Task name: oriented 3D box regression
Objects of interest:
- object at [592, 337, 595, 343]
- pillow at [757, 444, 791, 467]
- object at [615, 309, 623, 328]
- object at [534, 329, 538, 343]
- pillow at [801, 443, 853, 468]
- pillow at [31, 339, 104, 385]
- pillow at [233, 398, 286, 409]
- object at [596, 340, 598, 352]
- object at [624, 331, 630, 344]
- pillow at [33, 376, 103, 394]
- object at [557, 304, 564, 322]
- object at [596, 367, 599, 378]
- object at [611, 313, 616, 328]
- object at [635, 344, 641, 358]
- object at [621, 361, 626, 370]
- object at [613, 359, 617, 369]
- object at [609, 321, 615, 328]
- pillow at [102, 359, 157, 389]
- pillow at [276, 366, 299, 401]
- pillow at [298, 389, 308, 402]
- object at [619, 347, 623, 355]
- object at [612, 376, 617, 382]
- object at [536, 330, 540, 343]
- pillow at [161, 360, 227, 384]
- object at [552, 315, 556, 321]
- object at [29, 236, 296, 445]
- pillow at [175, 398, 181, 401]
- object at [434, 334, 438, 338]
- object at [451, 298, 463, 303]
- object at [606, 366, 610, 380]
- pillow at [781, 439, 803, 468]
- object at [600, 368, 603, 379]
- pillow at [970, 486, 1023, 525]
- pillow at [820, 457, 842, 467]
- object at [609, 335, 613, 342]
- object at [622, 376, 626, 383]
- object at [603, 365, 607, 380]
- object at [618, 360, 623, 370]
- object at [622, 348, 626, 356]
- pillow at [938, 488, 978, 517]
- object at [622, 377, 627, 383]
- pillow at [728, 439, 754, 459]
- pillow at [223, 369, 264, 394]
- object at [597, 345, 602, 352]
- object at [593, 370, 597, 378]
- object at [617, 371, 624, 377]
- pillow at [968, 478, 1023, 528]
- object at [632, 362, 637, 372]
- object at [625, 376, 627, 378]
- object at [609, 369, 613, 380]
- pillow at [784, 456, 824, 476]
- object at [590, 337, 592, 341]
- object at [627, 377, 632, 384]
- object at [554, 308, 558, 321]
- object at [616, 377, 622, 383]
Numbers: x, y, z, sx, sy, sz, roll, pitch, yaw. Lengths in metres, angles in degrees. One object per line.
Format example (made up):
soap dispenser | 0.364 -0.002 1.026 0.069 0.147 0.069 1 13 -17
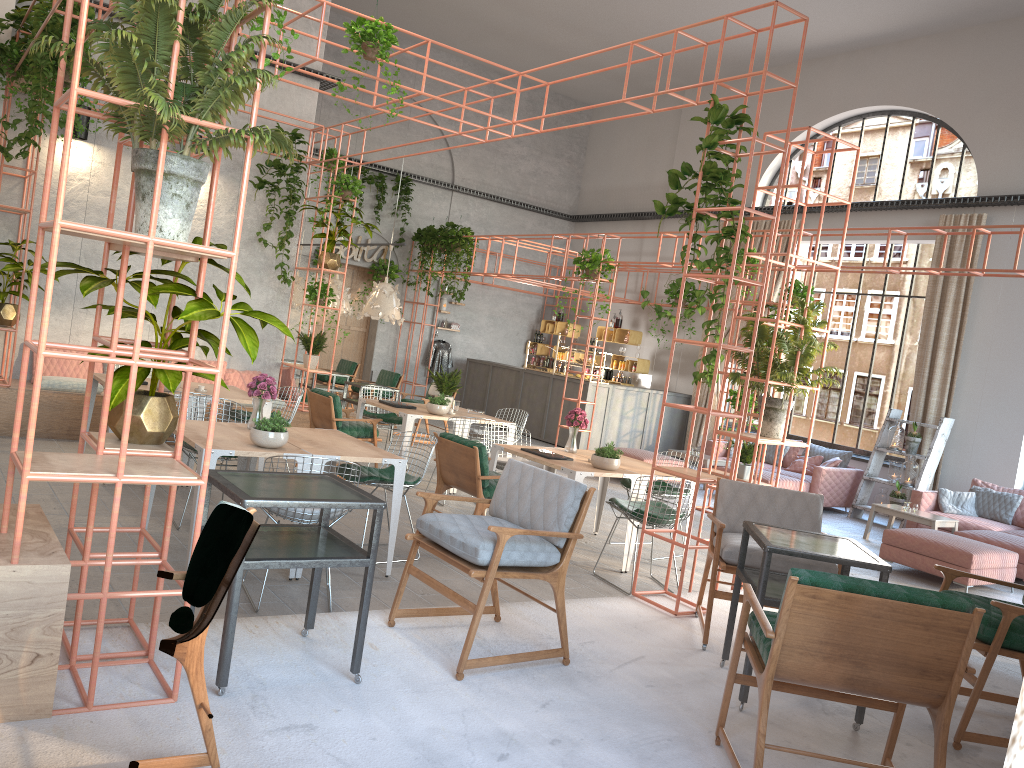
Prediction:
object | 1.670 -0.818 18.212 0.066 0.291 0.066 7 3 -28
pillow | 4.086 1.080 14.140 0.289 0.385 0.666 7 3 -35
object | 2.145 -1.298 17.722 0.134 0.386 0.134 11 4 44
object | 0.531 -1.069 19.738 0.066 0.291 0.066 10 3 25
pillow | 4.719 1.180 13.466 0.273 0.476 0.836 7 3 -35
pillow | -4.984 -0.220 10.042 0.839 0.474 0.276 6 4 -45
pillow | -3.154 0.208 10.847 0.637 0.149 0.491 7 3 -34
object | 1.738 -0.810 18.257 0.066 0.291 0.066 9 3 5
object | 2.276 -0.913 17.400 0.137 0.261 0.137 9 3 1
pillow | -4.835 0.011 9.663 0.637 0.149 0.491 7 3 -34
object | 1.068 -1.541 19.292 0.134 0.386 0.134 9 3 -1
object | 1.754 -0.235 17.860 0.072 0.248 0.094 7 3 -35
object | 2.061 -1.277 17.901 0.134 0.301 0.134 11 4 44
object | 2.447 -0.638 17.187 0.075 0.273 0.075 11 4 44
object | 2.176 -0.356 17.253 0.069 0.191 0.069 8 3 -18
object | 2.033 -0.389 17.461 0.069 0.191 0.069 7 3 -23
object | 1.993 -1.186 17.672 0.088 0.123 0.088 10 3 21
pillow | -4.457 -0.108 10.395 0.666 0.385 0.289 6 4 -40
pillow | -3.155 -0.039 12.046 0.276 0.474 0.839 6 4 -45
pillow | -2.899 0.170 12.385 0.491 0.149 0.637 7 3 -34
object | 2.139 -0.639 17.408 0.083 0.159 0.083 9 3 10
object | 2.028 -0.101 17.452 0.115 0.107 0.115 6 4 -38
object | 0.593 -1.061 19.783 0.066 0.291 0.066 7 3 -28
pillow | -3.918 -0.092 10.741 0.839 0.474 0.276 8 3 -15
object | 0.915 -1.429 19.243 0.088 0.123 0.088 10 3 21
object | -1.461 -0.194 3.778 0.934 0.923 0.903 10 3 22
pillow | -3.982 0.111 10.264 0.637 0.149 0.491 7 3 -34
object | -1.591 -1.016 18.627 0.093 0.121 0.049 7 3 -33
object | -1.160 -1.770 18.751 0.263 0.101 0.013 7 3 -35
object | 1.930 -0.221 17.766 0.065 0.280 0.065 9 3 8
pillow | 4.220 1.064 14.214 0.276 0.474 0.839 7 3 -35
object | 1.807 -0.223 17.775 0.082 0.246 0.082 9 3 -2
pillow | 6.069 1.528 11.249 0.289 0.385 0.666 7 3 -35
pillow | 4.636 1.237 13.011 0.308 0.349 0.495 9 3 15
object | 2.003 -0.909 17.677 0.123 0.142 0.141 7 3 -35
object | 2.194 -0.081 17.314 0.073 0.131 0.073 6 4 -42
object | 1.861 -0.234 17.709 0.066 0.291 0.066 11 4 39
object | 2.125 -0.368 17.327 0.069 0.191 0.069 9 3 1
object | 2.190 -0.628 17.333 0.083 0.159 0.083 9 3 10
pillow | 5.684 1.519 11.272 0.500 0.324 0.307 9 3 0
object | 2.201 -0.073 17.417 0.115 0.107 0.115 7 3 -29
pillow | 3.701 1.070 14.164 0.500 0.324 0.307 9 3 0
pillow | -3.413 0.014 11.130 0.666 0.385 0.289 6 4 -40
object | 1.776 -0.727 18.167 0.115 0.147 0.115 7 3 -26
object | 1.686 -0.235 17.946 0.073 0.219 0.105 7 3 -29
object | 2.134 -0.190 17.430 0.115 0.107 0.115 10 3 21
pillow | 6.204 1.513 11.322 0.276 0.474 0.839 7 3 -35
object | 2.385 -0.321 17.025 0.131 0.207 0.131 9 3 10
object | 2.233 -0.085 17.510 0.073 0.131 0.073 10 3 26
object | 1.995 -0.217 17.815 0.074 0.287 0.072 9 3 -3
pillow | 4.425 1.204 13.413 0.479 0.317 0.441 11 4 36
object | 1.608 -0.825 18.167 0.066 0.291 0.066 10 3 25
object | 2.308 -0.068 17.401 0.073 0.131 0.073 6 4 -42
object | 0.984 -1.521 19.472 0.134 0.301 0.134 11 4 44
object | 2.100 -0.085 17.346 0.115 0.107 0.115 10 3 21
